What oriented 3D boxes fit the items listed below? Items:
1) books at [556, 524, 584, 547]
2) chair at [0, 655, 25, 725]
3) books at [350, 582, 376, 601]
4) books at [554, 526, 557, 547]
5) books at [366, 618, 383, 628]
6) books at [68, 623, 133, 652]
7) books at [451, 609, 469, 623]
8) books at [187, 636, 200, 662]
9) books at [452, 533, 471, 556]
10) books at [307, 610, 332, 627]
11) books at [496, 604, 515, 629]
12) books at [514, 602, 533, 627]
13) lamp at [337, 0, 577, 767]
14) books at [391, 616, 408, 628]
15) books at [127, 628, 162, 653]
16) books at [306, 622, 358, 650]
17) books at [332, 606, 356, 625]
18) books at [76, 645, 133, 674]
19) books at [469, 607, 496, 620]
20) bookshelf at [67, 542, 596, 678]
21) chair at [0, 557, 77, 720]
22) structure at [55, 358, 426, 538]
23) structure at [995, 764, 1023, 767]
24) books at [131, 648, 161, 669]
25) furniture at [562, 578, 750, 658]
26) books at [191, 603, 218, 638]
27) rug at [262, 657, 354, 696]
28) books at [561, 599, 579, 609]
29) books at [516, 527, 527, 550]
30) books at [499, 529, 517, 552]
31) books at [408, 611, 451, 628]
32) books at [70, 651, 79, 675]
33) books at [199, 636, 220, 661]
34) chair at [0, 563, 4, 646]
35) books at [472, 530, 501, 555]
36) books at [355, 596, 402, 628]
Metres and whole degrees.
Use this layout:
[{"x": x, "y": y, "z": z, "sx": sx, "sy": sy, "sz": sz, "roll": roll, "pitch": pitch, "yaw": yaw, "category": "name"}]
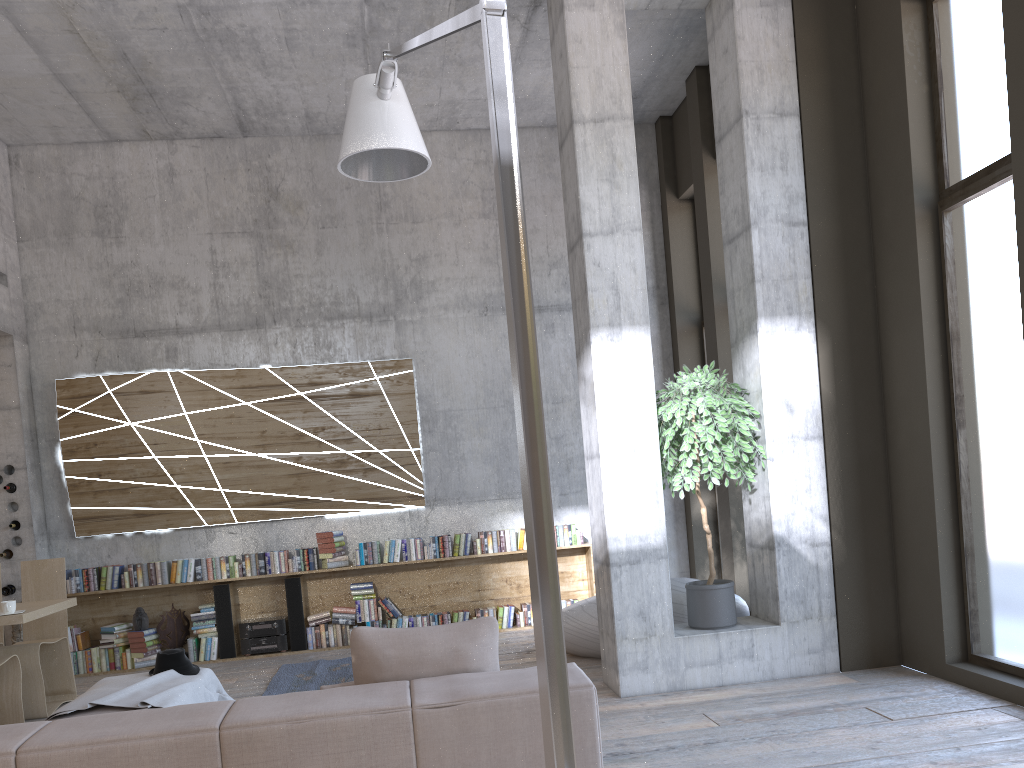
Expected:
[{"x": 0.580, "y": 1.552, "z": 8.998, "sx": 0.276, "sy": 0.221, "sz": 0.171, "roll": -5, "pitch": -1, "yaw": -6, "category": "books"}, {"x": -3.676, "y": 1.879, "z": 5.907, "sx": 0.349, "sy": 1.195, "sz": 0.722, "roll": -5, "pitch": 0, "yaw": -4, "category": "chair"}, {"x": -1.488, "y": 2.074, "z": 8.779, "sx": 0.238, "sy": 0.161, "sz": 0.190, "roll": -4, "pitch": -3, "yaw": -7, "category": "books"}, {"x": 0.366, "y": 1.566, "z": 8.969, "sx": 0.156, "sy": 0.221, "sz": 0.154, "roll": -5, "pitch": -1, "yaw": -8, "category": "books"}, {"x": -1.406, "y": 2.472, "z": 8.775, "sx": 0.226, "sy": 0.220, "sz": 0.215, "roll": -5, "pitch": -2, "yaw": -8, "category": "books"}, {"x": -4.039, "y": 2.443, "z": 8.465, "sx": 0.716, "sy": 0.262, "sz": 0.301, "roll": -5, "pitch": -3, "yaw": -2, "category": "books"}, {"x": -0.529, "y": 2.416, "z": 8.911, "sx": 0.199, "sy": 0.228, "sz": 0.190, "roll": -5, "pitch": -1, "yaw": -8, "category": "books"}, {"x": -3.112, "y": 2.595, "z": 8.586, "sx": 0.074, "sy": 0.220, "sz": 0.205, "roll": -5, "pitch": -2, "yaw": -8, "category": "books"}, {"x": -0.509, "y": 1.626, "z": 8.894, "sx": 0.199, "sy": 0.228, "sz": 0.190, "roll": -5, "pitch": -1, "yaw": -8, "category": "books"}, {"x": -1.905, "y": 2.330, "z": 8.721, "sx": 0.234, "sy": 0.140, "sz": 0.192, "roll": -4, "pitch": -4, "yaw": -6, "category": "books"}, {"x": -0.072, "y": 2.386, "z": 9.001, "sx": 0.199, "sy": 0.228, "sz": 0.190, "roll": -5, "pitch": -1, "yaw": -8, "category": "books"}, {"x": 0.173, "y": 2.368, "z": 9.023, "sx": 0.278, "sy": 0.220, "sz": 0.210, "roll": -4, "pitch": -2, "yaw": -9, "category": "books"}, {"x": -0.270, "y": 0.145, "z": 3.147, "sx": 0.752, "sy": 3.425, "sz": 2.642, "roll": -6, "pitch": -1, "yaw": -20, "category": "lamp"}, {"x": -1.130, "y": 2.451, "z": 8.799, "sx": 0.199, "sy": 0.228, "sz": 0.190, "roll": -5, "pitch": -1, "yaw": -8, "category": "books"}, {"x": -3.548, "y": 2.476, "z": 8.470, "sx": 0.190, "sy": 0.210, "sz": 0.246, "roll": -5, "pitch": -3, "yaw": 14, "category": "books"}, {"x": -1.785, "y": 2.496, "z": 8.759, "sx": 0.493, "sy": 0.238, "sz": 0.243, "roll": -4, "pitch": -2, "yaw": -7, "category": "books"}, {"x": -1.662, "y": 2.295, "z": 8.692, "sx": 0.243, "sy": 0.192, "sz": 0.155, "roll": -5, "pitch": -1, "yaw": -7, "category": "books"}, {"x": -3.918, "y": 2.647, "z": 8.491, "sx": 0.493, "sy": 0.238, "sz": 0.243, "roll": -4, "pitch": -2, "yaw": -7, "category": "books"}, {"x": -0.300, "y": 2.399, "z": 8.931, "sx": 0.278, "sy": 0.220, "sz": 0.210, "roll": -4, "pitch": -2, "yaw": -9, "category": "books"}, {"x": -1.792, "y": 2.235, "z": 8.769, "sx": 5.313, "sy": 0.806, "sz": 0.303, "roll": -4, "pitch": 1, "yaw": -7, "category": "bookshelf"}, {"x": -3.814, "y": 2.013, "z": 6.979, "sx": 0.348, "sy": 1.195, "sz": 0.723, "roll": -5, "pitch": 0, "yaw": -8, "category": "chair"}, {"x": -2.609, "y": 0.600, "z": 8.604, "sx": 3.406, "sy": 1.539, "sz": 0.358, "roll": -4, "pitch": 2, "yaw": -7, "category": "structure"}, {"x": -0.147, "y": 0.977, "z": 0.206, "sx": 4.420, "sy": 0.934, "sz": 1.939, "roll": -4, "pitch": -5, "yaw": -7, "category": "structure"}, {"x": -3.543, "y": 2.653, "z": 8.482, "sx": 0.250, "sy": 0.151, "sz": 0.260, "roll": -8, "pitch": -5, "yaw": 38, "category": "books"}, {"x": 1.142, "y": 2.011, "z": 7.523, "sx": 1.639, "sy": 0.810, "sz": 1.790, "roll": -8, "pitch": -6, "yaw": 30, "category": "furniture"}, {"x": -3.002, "y": 2.321, "z": 8.605, "sx": 0.251, "sy": 0.323, "sz": 0.219, "roll": -5, "pitch": -1, "yaw": -5, "category": "books"}, {"x": -1.328, "y": 2.336, "z": 6.609, "sx": 1.160, "sy": 0.049, "sz": 2.937, "roll": -4, "pitch": -7, "yaw": -8, "category": "rug"}, {"x": 0.614, "y": 2.330, "z": 9.022, "sx": 0.276, "sy": 0.221, "sz": 0.171, "roll": -5, "pitch": -1, "yaw": -6, "category": "books"}, {"x": 0.169, "y": 1.573, "z": 8.945, "sx": 0.249, "sy": 0.229, "sz": 0.190, "roll": -5, "pitch": -1, "yaw": -7, "category": "books"}, {"x": -0.047, "y": 1.589, "z": 8.917, "sx": 0.156, "sy": 0.221, "sz": 0.190, "roll": -5, "pitch": -2, "yaw": -8, "category": "books"}, {"x": -0.828, "y": 2.438, "z": 8.865, "sx": 0.417, "sy": 0.220, "sz": 0.205, "roll": -4, "pitch": -2, "yaw": -7, "category": "books"}, {"x": -4.293, "y": 2.681, "z": 8.414, "sx": 0.273, "sy": 0.220, "sz": 0.205, "roll": -5, "pitch": -2, "yaw": -7, "category": "books"}, {"x": -2.957, "y": 2.582, "z": 8.590, "sx": 0.199, "sy": 0.228, "sz": 0.190, "roll": -5, "pitch": -1, "yaw": -8, "category": "books"}, {"x": -4.321, "y": 2.055, "z": 6.964, "sx": 0.348, "sy": 1.195, "sz": 0.724, "roll": -5, "pitch": 0, "yaw": -12, "category": "chair"}, {"x": -0.264, "y": 1.608, "z": 8.915, "sx": 0.278, "sy": 0.220, "sz": 0.210, "roll": -4, "pitch": -2, "yaw": -9, "category": "books"}, {"x": -1.322, "y": 2.361, "z": 8.794, "sx": 0.451, "sy": 0.449, "sz": 0.214, "roll": -5, "pitch": 0, "yaw": -7, "category": "books"}]
